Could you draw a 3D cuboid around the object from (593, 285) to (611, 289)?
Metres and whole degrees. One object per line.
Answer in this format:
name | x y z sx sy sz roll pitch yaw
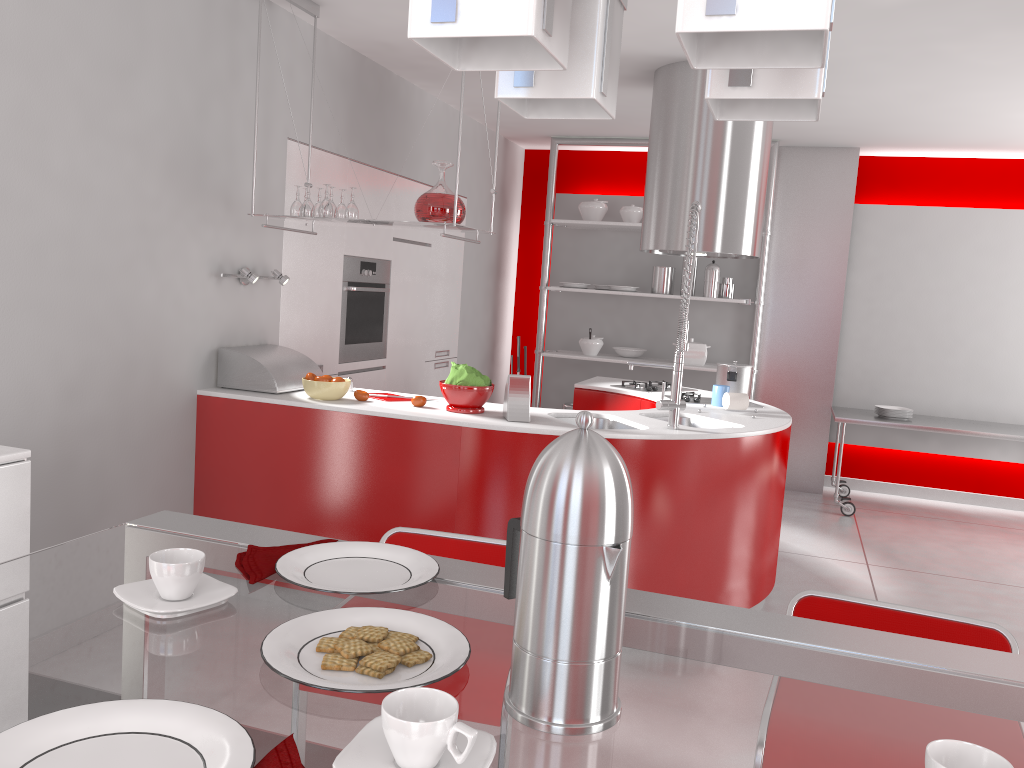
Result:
object | 0.756 -0.758 7.023 0.244 0.042 0.244 5 6 9

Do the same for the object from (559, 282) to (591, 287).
object | 0.488 -0.760 6.876 0.244 0.042 0.244 4 6 2

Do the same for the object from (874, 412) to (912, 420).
object | 2.672 0.227 6.223 0.228 0.020 0.228 4 6 -1

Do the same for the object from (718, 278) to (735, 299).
object | 1.611 -0.720 6.673 0.127 0.157 0.127 7 7 28

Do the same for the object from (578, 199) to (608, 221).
object | 0.626 -1.339 6.863 0.231 0.191 0.231 0 7 -32

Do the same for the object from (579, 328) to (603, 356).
object | 0.618 -0.330 6.918 0.192 0.214 0.192 4 6 4

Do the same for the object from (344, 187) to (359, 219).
object | -0.673 -0.754 3.731 0.060 0.141 0.060 6 6 17

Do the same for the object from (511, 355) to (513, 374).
object | -0.002 -0.015 3.532 0.009 0.197 0.091 3 6 -11

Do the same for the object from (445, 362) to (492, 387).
object | -0.176 0.002 3.654 0.198 0.182 0.193 7 7 23

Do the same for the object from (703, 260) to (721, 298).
object | 1.470 -0.772 6.517 0.115 0.274 0.115 5 6 10

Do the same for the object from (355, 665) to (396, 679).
object | -0.136 0.286 0.896 0.034 0.006 0.036 6 7 21

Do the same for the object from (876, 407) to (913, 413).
object | 2.675 0.187 6.219 0.228 0.020 0.228 4 6 -1

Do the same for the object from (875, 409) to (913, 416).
object | 2.674 0.207 6.221 0.228 0.020 0.228 4 6 -1

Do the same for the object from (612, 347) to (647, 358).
object | 0.924 -0.244 6.982 0.272 0.072 0.272 2 6 -18

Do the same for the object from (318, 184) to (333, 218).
object | -0.769 -0.754 3.674 0.060 0.141 0.060 3 6 -6

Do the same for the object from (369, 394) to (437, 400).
object | -0.492 0.056 3.916 0.375 0.008 0.041 3 6 -6

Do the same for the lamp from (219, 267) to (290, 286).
lamp | -1.131 -0.477 3.959 0.155 0.081 0.454 6 6 17

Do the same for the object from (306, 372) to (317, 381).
object | -0.847 -0.019 3.761 0.055 0.058 0.066 4 6 3

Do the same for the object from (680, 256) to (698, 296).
object | 1.322 -0.820 6.612 0.109 0.329 0.110 6 6 15

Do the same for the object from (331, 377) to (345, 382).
object | -0.737 -0.006 3.751 0.066 0.049 0.062 7 7 25

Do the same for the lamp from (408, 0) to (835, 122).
lamp | 0.144 -0.765 0.707 0.304 1.025 0.304 6 6 17

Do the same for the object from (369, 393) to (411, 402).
object | -0.549 0.058 3.917 0.266 0.006 0.168 10 8 44

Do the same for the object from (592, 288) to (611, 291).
object | 0.756 -0.744 7.025 0.280 0.015 0.280 0 7 -35

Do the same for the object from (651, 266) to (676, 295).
object | 1.139 -0.783 6.720 0.184 0.205 0.172 7 7 23

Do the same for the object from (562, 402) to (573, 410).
object | 0.535 0.204 7.066 0.308 0.130 0.407 7 7 25

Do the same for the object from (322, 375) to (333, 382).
object | -0.792 -0.014 3.789 0.066 0.049 0.062 6 6 14

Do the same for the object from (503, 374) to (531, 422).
object | 0.022 0.051 3.525 0.091 0.178 0.137 3 6 -9

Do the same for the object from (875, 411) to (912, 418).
object | 2.673 0.217 6.222 0.228 0.020 0.228 4 6 -1

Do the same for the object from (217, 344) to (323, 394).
object | -1.072 -0.074 3.991 0.300 0.170 0.400 6 6 17

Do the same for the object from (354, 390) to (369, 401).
object | -0.638 0.050 3.760 0.065 0.047 0.063 6 6 17

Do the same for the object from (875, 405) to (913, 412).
object | 2.676 0.177 6.218 0.228 0.020 0.228 4 6 -1

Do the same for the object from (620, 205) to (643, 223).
object | 0.916 -1.291 6.774 0.192 0.153 0.192 8 7 31

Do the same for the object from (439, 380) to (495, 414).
object | -0.189 0.054 3.662 0.229 0.118 0.228 3 6 -11

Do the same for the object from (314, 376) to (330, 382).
object | -0.797 -0.008 3.727 0.065 0.052 0.062 4 6 2

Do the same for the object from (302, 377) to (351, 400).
object | -0.785 0.022 3.744 0.201 0.086 0.201 6 6 18

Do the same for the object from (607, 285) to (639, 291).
object | 0.846 -0.722 6.749 0.244 0.042 0.244 4 6 2

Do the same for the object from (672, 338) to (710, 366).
object | 1.358 -0.250 6.745 0.282 0.197 0.235 5 6 7

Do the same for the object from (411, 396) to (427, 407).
object | -0.389 0.071 3.703 0.064 0.048 0.063 4 6 -4

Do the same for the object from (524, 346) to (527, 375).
object | 0.052 -0.010 3.541 0.012 0.279 0.130 3 6 -11

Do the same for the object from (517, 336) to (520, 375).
object | 0.024 -0.028 3.544 0.014 0.322 0.150 3 6 -11

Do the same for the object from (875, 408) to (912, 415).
object | 2.675 0.197 6.220 0.228 0.020 0.228 4 6 -1

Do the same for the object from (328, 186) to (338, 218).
object | -0.768 -0.763 3.759 0.060 0.141 0.060 6 6 17

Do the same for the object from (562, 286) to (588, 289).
object | 0.487 -0.747 6.877 0.280 0.015 0.280 0 7 -35

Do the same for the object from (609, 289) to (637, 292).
object | 0.845 -0.708 6.750 0.280 0.015 0.280 -2 8 -43

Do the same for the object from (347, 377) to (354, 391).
object | -0.743 0.001 4.048 0.043 0.066 0.042 8 7 30

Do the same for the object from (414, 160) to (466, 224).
object | -0.294 -0.784 3.672 0.213 0.266 0.213 -2 8 -44
